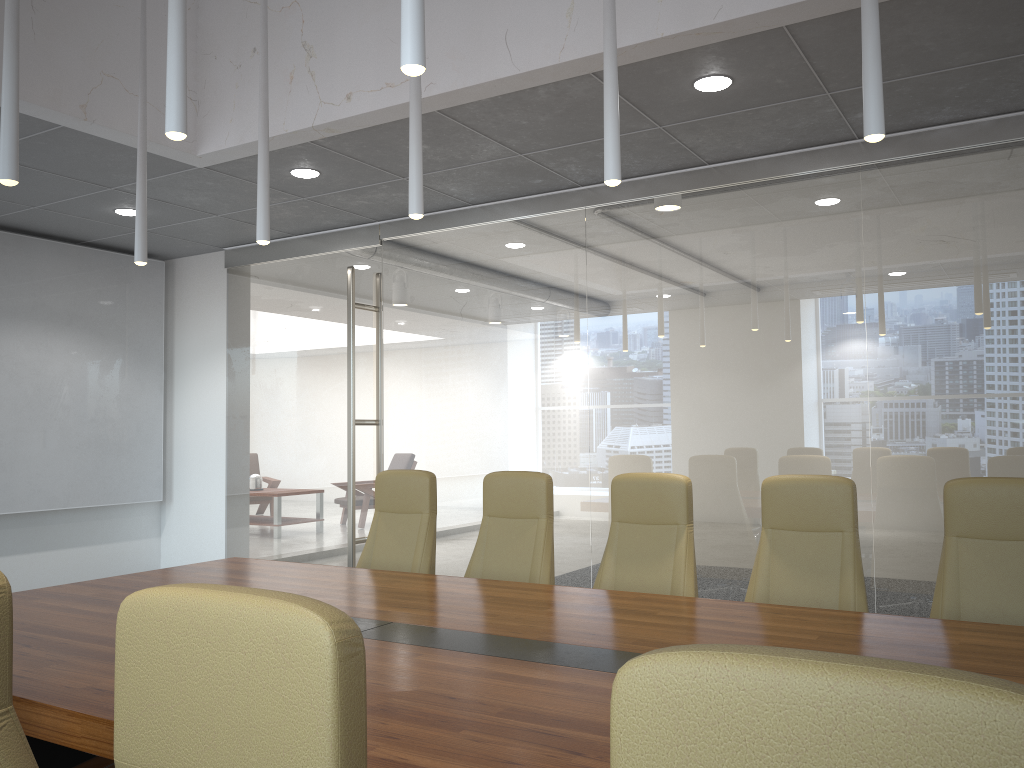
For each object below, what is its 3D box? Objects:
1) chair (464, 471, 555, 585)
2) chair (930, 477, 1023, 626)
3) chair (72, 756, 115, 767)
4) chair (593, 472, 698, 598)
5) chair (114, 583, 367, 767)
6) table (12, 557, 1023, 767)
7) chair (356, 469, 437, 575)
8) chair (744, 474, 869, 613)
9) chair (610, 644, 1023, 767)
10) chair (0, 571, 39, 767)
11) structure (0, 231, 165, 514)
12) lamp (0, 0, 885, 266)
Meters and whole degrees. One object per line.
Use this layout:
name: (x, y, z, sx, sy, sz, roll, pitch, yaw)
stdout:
chair: (-0.185, 1.177, 4.627, 0.711, 1.406, 0.955, -3, -4, 31)
chair: (1.874, 1.083, 3.390, 0.711, 1.406, 0.955, -3, -4, 31)
chair: (-1.520, 1.069, 2.394, 0.711, 1.406, 0.955, -3, -4, 31)
chair: (0.508, 1.146, 4.210, 0.711, 1.406, 0.955, -3, -4, 31)
chair: (-0.158, 1.006, 1.576, 0.711, 1.406, 0.955, -3, -4, 31)
table: (0.523, 1.314, 2.666, 6.500, 0.895, 2.300, -3, -4, 31)
chair: (-0.870, 1.209, 5.038, 0.711, 1.406, 0.955, -3, -4, 31)
chair: (1.189, 1.114, 3.801, 0.711, 1.406, 0.955, -3, -4, 31)
chair: (0.531, 0.974, 1.162, 0.711, 1.406, 0.955, -3, -4, 31)
chair: (-0.855, 1.038, 1.995, 0.711, 1.406, 0.955, -3, -4, 31)
structure: (0.526, -0.441, 2.813, 13.989, 2.466, 6.600, -3, -4, 31)
lamp: (0.481, -2.041, 2.854, 7.258, 2.378, 2.619, -3, -4, 31)
